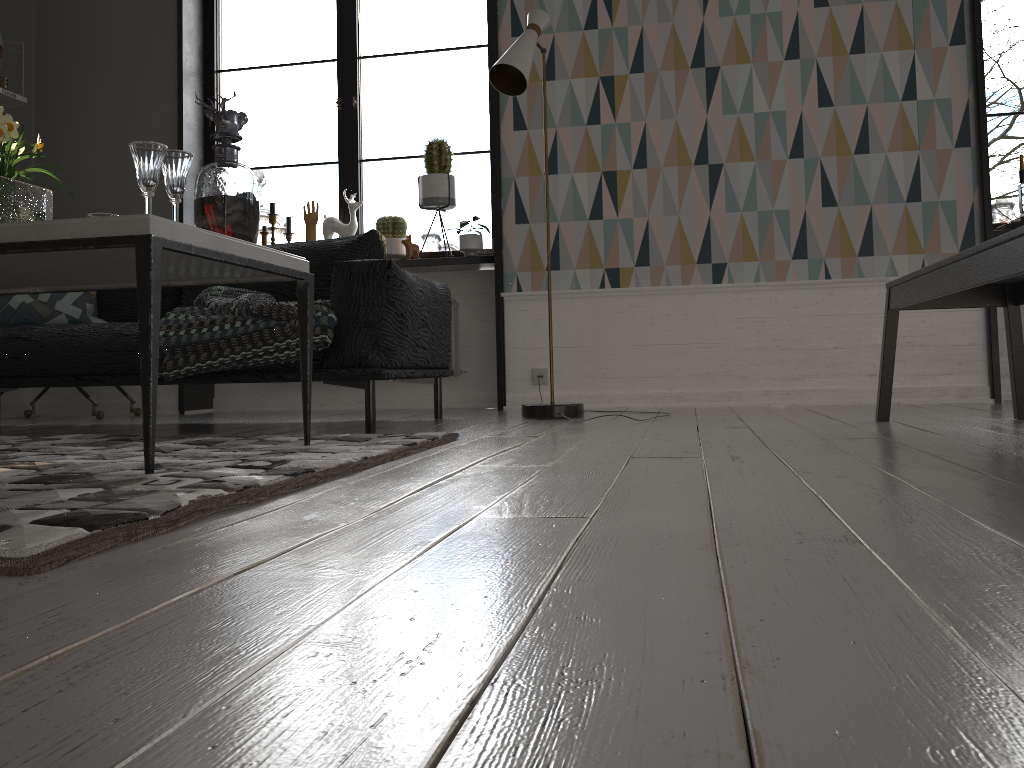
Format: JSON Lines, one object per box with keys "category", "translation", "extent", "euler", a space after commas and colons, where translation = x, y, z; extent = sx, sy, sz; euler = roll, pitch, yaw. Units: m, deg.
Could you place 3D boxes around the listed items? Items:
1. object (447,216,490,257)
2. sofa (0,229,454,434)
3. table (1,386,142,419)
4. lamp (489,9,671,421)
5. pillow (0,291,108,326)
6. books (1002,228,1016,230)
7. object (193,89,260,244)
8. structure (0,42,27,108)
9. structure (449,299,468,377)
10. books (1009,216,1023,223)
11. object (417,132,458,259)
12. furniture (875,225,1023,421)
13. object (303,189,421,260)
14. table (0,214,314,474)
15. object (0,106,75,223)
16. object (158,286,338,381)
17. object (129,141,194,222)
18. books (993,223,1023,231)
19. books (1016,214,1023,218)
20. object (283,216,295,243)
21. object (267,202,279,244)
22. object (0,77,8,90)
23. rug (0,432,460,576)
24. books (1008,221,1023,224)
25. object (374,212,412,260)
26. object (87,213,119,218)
{"category": "object", "translation": [-0.221, -0.765, 4.600], "extent": [0.170, 0.204, 0.246], "euler": [-2, -1, 14]}
{"category": "sofa", "translation": [-1.449, -0.212, 3.552], "extent": [2.339, 0.800, 0.969], "euler": [-1, -1, 11]}
{"category": "table", "translation": [-2.399, -0.157, 4.720], "extent": [0.742, 0.682, 0.338], "euler": [-1, -2, 11]}
{"category": "lamp", "translation": [0.323, -0.722, 3.877], "extent": [0.680, 1.707, 1.244], "euler": [-2, -2, 10]}
{"category": "pillow", "translation": [-2.073, -0.378, 3.630], "extent": [0.798, 0.363, 0.442], "euler": [-1, -1, -7]}
{"category": "books", "translation": [2.434, -0.721, 4.156], "extent": [0.267, 0.011, 0.161], "euler": [-1, 1, 14]}
{"category": "object", "translation": [-0.730, -0.540, 2.273], "extent": [0.148, 0.418, 0.155], "euler": [-3, -3, 31]}
{"category": "structure", "translation": [-2.913, -1.399, 3.778], "extent": [0.267, 0.957, 2.019], "euler": [-2, 0, 11]}
{"category": "structure", "translation": [-0.852, -0.241, 4.927], "extent": [1.222, 0.429, 0.148], "euler": [-1, -3, 9]}
{"category": "books", "translation": [2.465, -0.768, 4.148], "extent": [0.198, 0.022, 0.162], "euler": [-1, 1, 12]}
{"category": "object", "translation": [-0.391, -0.995, 4.671], "extent": [0.236, 0.672, 0.228], "euler": [0, -3, -18]}
{"category": "furniture", "translation": [1.279, -0.093, 2.121], "extent": [0.465, 0.456, 1.667], "euler": [-2, 1, 11]}
{"category": "object", "translation": [-0.820, -0.850, 4.808], "extent": [0.662, 0.411, 0.134], "euler": [-1, -3, 12]}
{"category": "table", "translation": [-1.308, -0.058, 2.135], "extent": [1.455, 0.512, 0.731], "euler": [-1, 0, 11]}
{"category": "object", "translation": [-1.307, -0.491, 2.182], "extent": [0.351, 0.352, 0.324], "euler": [-2, -1, 13]}
{"category": "object", "translation": [-0.912, -0.194, 3.148], "extent": [0.666, 0.330, 0.489], "euler": [-1, 0, 6]}
{"category": "object", "translation": [-0.820, -0.437, 2.072], "extent": [0.082, 0.228, 0.167], "euler": [-2, -2, 23]}
{"category": "books", "translation": [2.437, -0.736, 4.164], "extent": [0.271, 0.019, 0.183], "euler": [-1, 1, 11]}
{"category": "books", "translation": [2.468, -0.788, 4.144], "extent": [0.153, 0.017, 0.123], "euler": [-1, 1, 13]}
{"category": "object", "translation": [-1.244, -0.793, 4.934], "extent": [0.075, 0.302, 0.075], "euler": [-4, -4, 42]}
{"category": "object", "translation": [-1.324, -0.828, 4.900], "extent": [0.123, 0.376, 0.123], "euler": [-2, -3, 16]}
{"category": "object", "translation": [-2.654, -1.565, 4.610], "extent": [0.050, 0.058, 0.050], "euler": [-1, -1, 1]}
{"category": "rug", "translation": [-1.554, 0.190, 2.012], "extent": [2.525, 0.034, 1.768], "euler": [-1, 1, 11]}
{"category": "books", "translation": [2.444, -0.751, 4.159], "extent": [0.216, 0.011, 0.174], "euler": [-1, 1, 17]}
{"category": "object", "translation": [-0.655, -0.797, 4.820], "extent": [0.234, 0.284, 0.213], "euler": [-1, -2, -15]}
{"category": "object", "translation": [-0.918, -0.365, 2.229], "extent": [0.246, 0.087, 0.278], "euler": [-1, 1, -11]}
